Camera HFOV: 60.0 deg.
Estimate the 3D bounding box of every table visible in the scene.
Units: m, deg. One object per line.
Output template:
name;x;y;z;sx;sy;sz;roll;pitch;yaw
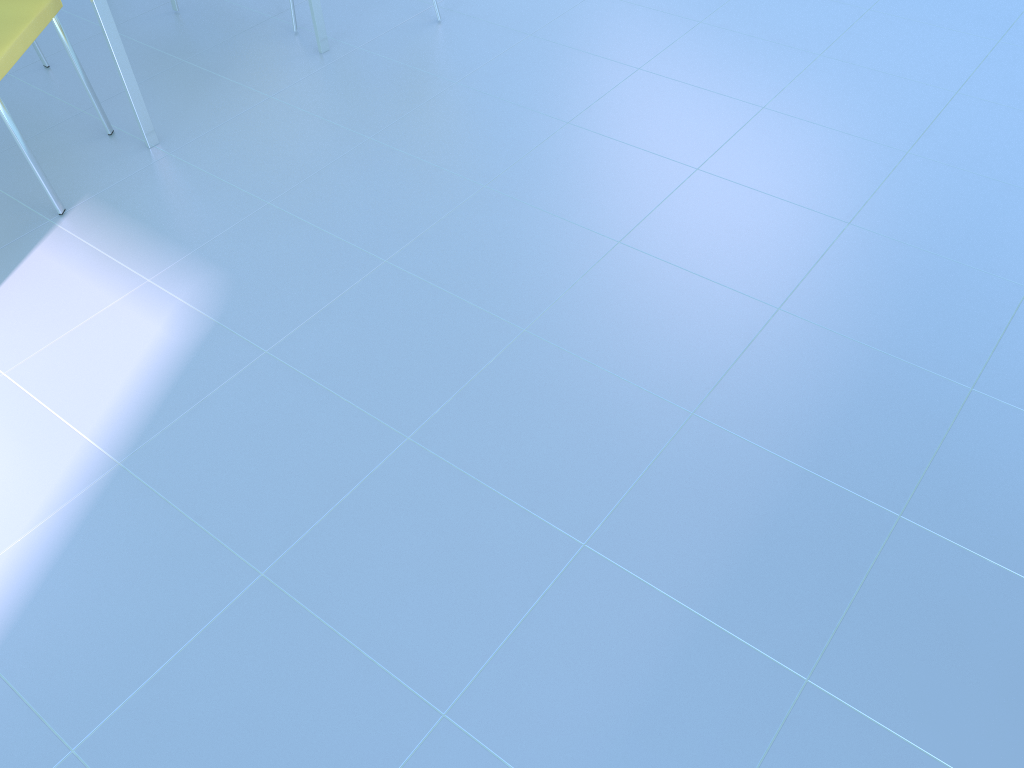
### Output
table;-1.230;-1.268;2.560;1.173;0.590;0.730;28;54;26

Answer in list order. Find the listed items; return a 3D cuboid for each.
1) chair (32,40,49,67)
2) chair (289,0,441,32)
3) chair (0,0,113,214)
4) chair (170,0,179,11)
chair;-1.712;-1.147;2.392;0.387;0.695;0.484;30;55;28
chair;-0.469;-1.497;2.656;0.484;0.695;0.387;-5;47;-1
chair;-1.339;-0.786;2.031;0.484;0.695;0.387;-1;47;2
chair;-1.129;-1.683;2.866;0.387;0.695;0.484;26;53;25
